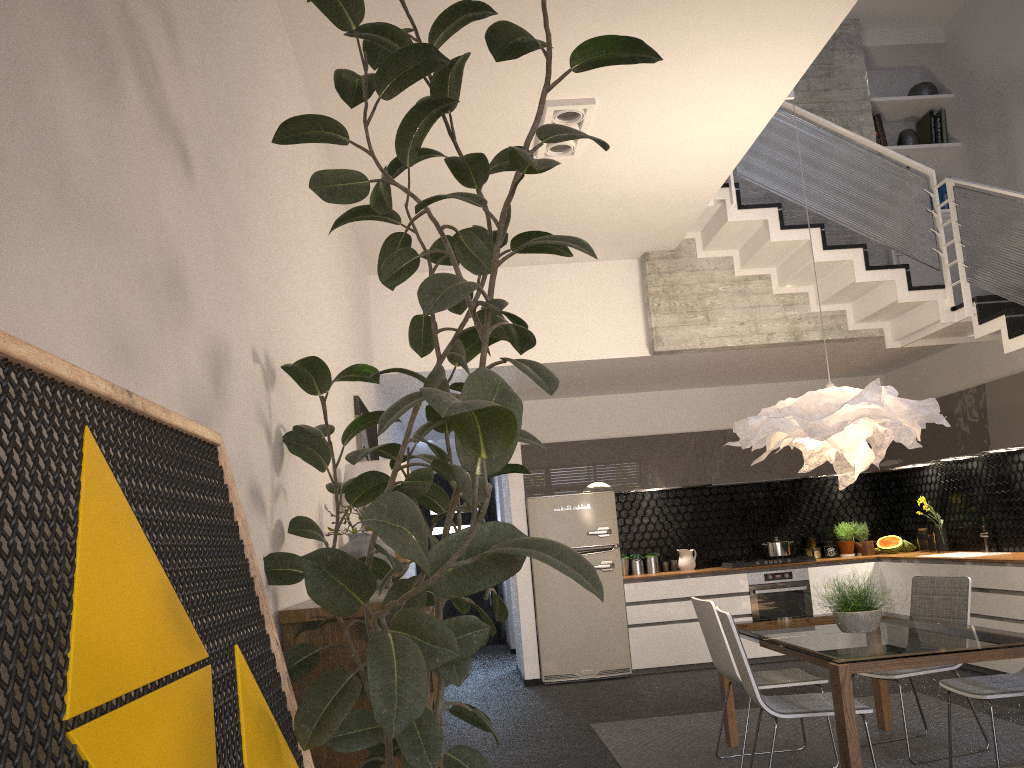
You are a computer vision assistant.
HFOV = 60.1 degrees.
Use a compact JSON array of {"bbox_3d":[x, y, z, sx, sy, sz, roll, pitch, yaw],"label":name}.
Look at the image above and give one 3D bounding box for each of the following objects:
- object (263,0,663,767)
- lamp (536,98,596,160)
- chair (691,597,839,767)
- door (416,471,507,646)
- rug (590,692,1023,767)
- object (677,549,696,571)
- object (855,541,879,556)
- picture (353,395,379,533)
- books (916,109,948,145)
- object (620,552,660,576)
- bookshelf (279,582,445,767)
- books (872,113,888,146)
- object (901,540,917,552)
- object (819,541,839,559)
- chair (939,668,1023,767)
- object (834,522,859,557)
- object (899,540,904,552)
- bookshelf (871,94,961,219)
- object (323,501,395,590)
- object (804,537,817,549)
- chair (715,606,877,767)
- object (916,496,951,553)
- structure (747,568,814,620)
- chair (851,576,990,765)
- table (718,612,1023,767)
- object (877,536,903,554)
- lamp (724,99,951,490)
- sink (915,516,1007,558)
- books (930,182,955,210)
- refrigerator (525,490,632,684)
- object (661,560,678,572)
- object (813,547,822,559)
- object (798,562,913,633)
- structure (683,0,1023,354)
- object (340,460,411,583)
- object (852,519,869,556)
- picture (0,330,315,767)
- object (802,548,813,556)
[{"bbox_3d":[-0.223,0.142,2.262,0.907,3.177,2.027,-1,-9,-26],"label":"object"},{"bbox_3d":[0.286,-1.408,4.884,0.253,0.065,0.650,-4,-10,-4],"label":"lamp"},{"bbox_3d":[1.361,1.617,4.853,0.601,0.913,0.478,-4,-8,-4],"label":"chair"},{"bbox_3d":[-0.710,2.308,11.646,1.107,2.299,0.161,-4,-7,-4],"label":"door"},{"bbox_3d":[1.836,1.968,4.464,2.370,0.006,3.716,-4,-10,-4],"label":"rug"},{"bbox_3d":[1.751,1.753,8.837,0.190,0.213,0.172,-6,-8,9],"label":"object"},{"bbox_3d":[3.535,1.634,8.807,0.210,0.139,0.125,-10,-10,30],"label":"object"},{"bbox_3d":[-0.898,1.177,5.843,0.033,2.014,1.242,-4,-8,-4],"label":"picture"},{"bbox_3d":[3.759,-2.215,7.932,0.160,0.379,0.268,-4,-8,-4],"label":"books"},{"bbox_3d":[1.241,1.785,8.797,0.482,0.219,0.174,-4,-8,-7],"label":"object"},{"bbox_3d":[-0.483,1.412,3.543,0.451,1.163,1.934,-4,-9,-4],"label":"bookshelf"},{"bbox_3d":[3.227,-2.176,7.913,0.134,0.380,0.274,-4,-8,-4],"label":"books"},{"bbox_3d":[3.940,1.603,8.794,0.149,0.126,0.225,-11,-11,35],"label":"object"},{"bbox_3d":[3.199,1.672,8.956,0.141,0.173,0.142,-4,-8,-4],"label":"object"},{"bbox_3d":[2.409,1.410,4.183,0.601,0.913,0.478,-5,-8,-1],"label":"chair"},{"bbox_3d":[3.385,1.561,8.939,0.245,0.351,0.236,-5,-8,0],"label":"object"},{"bbox_3d":[3.946,1.637,8.969,0.132,0.118,0.205,-7,-10,16],"label":"object"},{"bbox_3d":[3.384,-1.904,7.811,0.972,1.099,0.446,-4,-7,-4],"label":"bookshelf"},{"bbox_3d":[-0.618,0.650,3.690,0.385,0.409,0.277,-1,-9,-26],"label":"object"},{"bbox_3d":[3.017,1.604,8.951,0.083,0.112,0.083,-1,-9,-24],"label":"object"},{"bbox_3d":[1.312,1.491,4.118,0.602,0.913,0.478,-6,-8,5],"label":"chair"},{"bbox_3d":[3.955,1.320,8.354,0.257,0.538,0.429,-7,-9,19],"label":"object"},{"bbox_3d":[2.520,2.099,8.587,0.587,0.584,0.588,-4,-9,-4],"label":"structure"},{"bbox_3d":[2.223,1.556,4.914,0.601,0.913,0.479,-2,-8,-18],"label":"chair"},{"bbox_3d":[1.811,1.623,4.523,0.997,0.709,1.814,-4,-10,-4],"label":"table"},{"bbox_3d":[3.728,1.587,8.737,0.236,0.173,0.218,-9,-10,24],"label":"object"},{"bbox_3d":[1.510,-2.005,4.955,1.118,5.176,1.068,-6,-7,7],"label":"lamp"},{"bbox_3d":[3.848,1.373,7.553,0.489,0.446,0.729,-4,-9,-4],"label":"sink"},{"bbox_3d":[3.819,-1.592,7.874,0.146,0.380,0.274,-4,-8,-4],"label":"books"},{"bbox_3d":[0.600,1.919,8.448,0.829,1.699,0.775,-4,-8,-4],"label":"refrigerator"},{"bbox_3d":[1.577,1.821,8.852,0.160,0.110,0.078,-5,-8,1],"label":"object"},{"bbox_3d":[3.079,1.712,8.949,0.083,0.112,0.083,-6,-8,6],"label":"object"},{"bbox_3d":[1.753,1.108,4.574,0.531,0.365,0.673,-3,-9,-9],"label":"object"},{"bbox_3d":[1.905,-1.963,5.989,4.233,8.250,8.527,-4,-9,-4],"label":"structure"},{"bbox_3d":[-0.639,0.676,4.316,0.389,0.578,0.392,1,-10,-35],"label":"object"},{"bbox_3d":[3.526,1.536,8.932,0.170,0.376,0.184,-10,-9,33],"label":"object"},{"bbox_3d":[-0.351,0.749,1.087,0.386,1.594,1.509,-4,-8,-4],"label":"picture"},{"bbox_3d":[2.992,1.719,8.947,0.083,0.112,0.083,-4,-8,-4],"label":"object"}]
